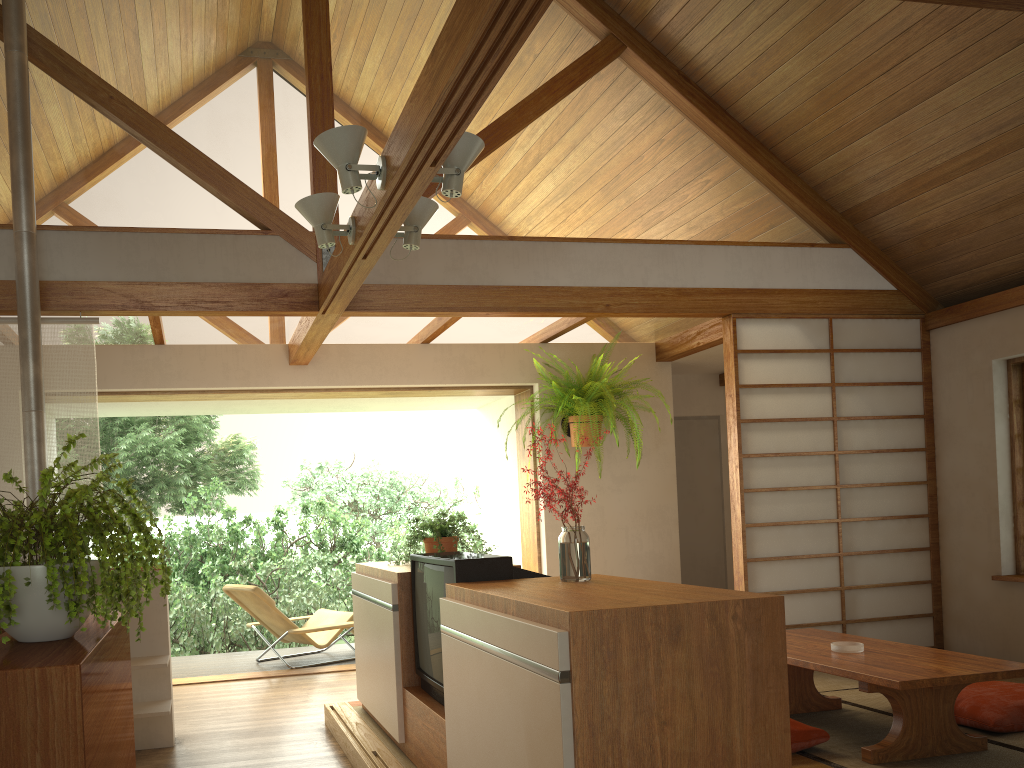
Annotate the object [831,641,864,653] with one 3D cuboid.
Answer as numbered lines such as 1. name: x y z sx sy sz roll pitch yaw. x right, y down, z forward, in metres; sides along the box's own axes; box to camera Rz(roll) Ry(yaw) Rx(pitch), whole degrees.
1. object: 1.358 1.066 3.545 0.111 0.030 0.128 4 -11 -42

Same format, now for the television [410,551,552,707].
1. television: -0.063 0.895 3.245 0.473 0.536 0.670 -2 -5 -18

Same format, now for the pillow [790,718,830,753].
1. pillow: 0.841 1.361 3.473 0.531 0.148 0.594 0 -8 -22

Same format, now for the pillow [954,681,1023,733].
1. pillow: 2.028 1.351 3.727 0.536 0.131 0.589 0 -8 -17

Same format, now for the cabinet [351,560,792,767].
1. cabinet: -0.084 1.070 3.239 0.535 0.733 2.777 -2 -8 -20

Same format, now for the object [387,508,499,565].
1. object: -0.379 0.793 4.268 0.531 0.375 0.539 -6 -7 34

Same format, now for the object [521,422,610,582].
1. object: 0.155 0.357 2.672 0.232 0.498 0.231 -3 -1 -10

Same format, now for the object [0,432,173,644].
1. object: -0.812 0.280 1.515 0.463 0.349 0.488 -4 -6 8

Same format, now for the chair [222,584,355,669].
1. chair: -1.546 1.803 6.711 1.155 0.625 0.863 3 -8 -41

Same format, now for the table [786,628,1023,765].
1. table: 1.374 1.252 3.570 0.579 0.334 1.260 -1 -8 -19

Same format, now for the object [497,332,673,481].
1. object: 0.579 0.191 6.163 1.216 1.124 1.114 -1 -4 -23

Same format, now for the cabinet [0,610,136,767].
1. cabinet: -2.035 0.913 1.325 2.693 0.878 0.873 -1 -4 -13
